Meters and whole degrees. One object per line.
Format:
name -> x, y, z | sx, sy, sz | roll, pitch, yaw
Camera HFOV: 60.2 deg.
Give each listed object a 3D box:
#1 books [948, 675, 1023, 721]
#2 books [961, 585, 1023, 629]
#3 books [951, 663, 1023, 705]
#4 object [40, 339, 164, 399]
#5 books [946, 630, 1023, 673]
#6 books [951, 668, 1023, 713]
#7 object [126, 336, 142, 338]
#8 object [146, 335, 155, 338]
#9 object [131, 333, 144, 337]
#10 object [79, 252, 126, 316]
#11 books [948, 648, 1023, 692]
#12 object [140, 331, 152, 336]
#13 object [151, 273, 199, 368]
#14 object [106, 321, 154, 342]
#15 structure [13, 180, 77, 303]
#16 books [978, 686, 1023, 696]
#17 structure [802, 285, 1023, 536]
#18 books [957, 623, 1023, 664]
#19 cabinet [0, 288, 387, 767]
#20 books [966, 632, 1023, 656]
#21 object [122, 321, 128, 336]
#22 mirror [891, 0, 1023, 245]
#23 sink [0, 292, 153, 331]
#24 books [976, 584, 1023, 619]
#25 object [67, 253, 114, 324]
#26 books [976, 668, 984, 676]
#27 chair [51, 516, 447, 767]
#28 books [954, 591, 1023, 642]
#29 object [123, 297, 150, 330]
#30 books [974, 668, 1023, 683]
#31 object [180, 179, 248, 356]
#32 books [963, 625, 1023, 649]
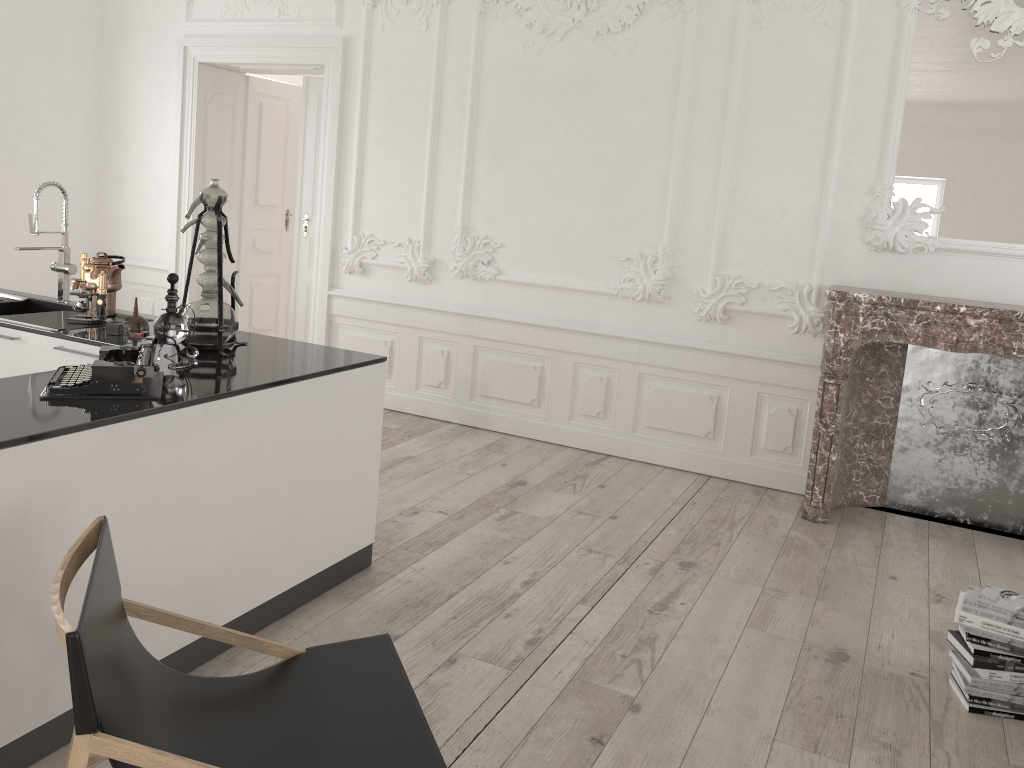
books -> 1.668, 1.078, 3.017 | 0.277, 0.025, 0.201 | 6, 12, 7
books -> 1.693, 0.768, 2.990 | 0.291, 0.026, 0.206 | 12, 14, 32
books -> 1.676, 1.025, 3.020 | 0.281, 0.025, 0.201 | 8, 12, 14
object -> -1.240, -0.052, 2.709 | 0.316, 0.109, 0.388 | 1, 12, -20
books -> 1.675, 0.915, 3.008 | 0.300, 0.034, 0.201 | 5, 11, 2
books -> 1.675, 1.051, 3.020 | 0.274, 0.025, 0.201 | 7, 12, 10
object -> -1.506, -0.188, 3.526 | 0.060, 0.001, 0.020 | 6, 12, 4
object -> -1.389, -0.188, 3.572 | 0.141, 0.004, 0.095 | 6, 12, 4
object -> -1.504, -0.198, 3.551 | 0.039, 0.010, 0.026 | 6, 11, 4
object -> -1.849, -0.453, 3.990 | 0.186, 0.277, 0.210 | 1, 10, -25
books -> 1.677, 0.982, 3.016 | 0.290, 0.026, 0.208 | 6, 12, 6
object -> -1.486, -0.205, 3.592 | 0.042, 0.012, 0.033 | 7, 11, 9
object -> -1.189, -0.236, 3.130 | 0.223, 0.309, 0.205 | 9, 9, 22
object -> -1.444, -0.200, 3.504 | 0.376, 0.045, 0.125 | 8, 11, 13
structure -> -2.193, -0.663, 4.134 | 0.131, 0.575, 0.281 | 8, 9, 24
books -> 1.697, 1.005, 3.009 | 0.243, 0.021, 0.174 | 7, 12, 12
structure -> 2.393, 0.198, 4.618 | 1.551, 1.234, 0.664 | 9, 9, 24
books -> 1.685, 0.887, 2.993 | 0.277, 0.025, 0.201 | 7, 12, 12
cabinet -> -2.224, 0.323, 2.918 | 2.473, 0.872, 2.727 | 10, 12, 24
books -> 1.692, 0.860, 2.996 | 0.275, 0.025, 0.200 | 10, 13, 25
object -> -1.548, -0.223, 3.541 | 0.017, 0.055, 0.017 | 6, 8, 4
mirror -> 2.733, -1.424, 4.517 | 1.441, 1.555, 0.009 | 9, 8, 24
sink -> -2.241, -0.280, 3.993 | 1.170, 0.139, 0.489 | 10, 12, 24
books -> 1.717, 0.748, 2.977 | 0.245, 0.022, 0.173 | 14, 15, 38
object -> -1.794, -0.410, 3.770 | 0.169, 0.288, 0.133 | 4, 8, -6
books -> 1.695, 0.952, 3.013 | 0.252, 0.030, 0.196 | 6, 11, 3
chair -> -0.583, 0.736, 1.889 | 0.780, 0.762, 0.638 | 1, 10, -20
books -> 1.679, 0.800, 2.994 | 0.312, 0.040, 0.200 | 12, 13, 30
object -> -1.583, -0.300, 3.720 | 0.111, 0.130, 0.111 | 10, 10, 30
books -> 1.695, 0.952, 3.013 | 0.259, 0.034, 0.201 | 6, 11, 3
object -> -1.144, -0.453, 3.367 | 0.318, 0.644, 0.297 | 2, 9, -22
books -> 1.692, 0.834, 2.996 | 0.282, 0.025, 0.200 | 12, 13, 30
